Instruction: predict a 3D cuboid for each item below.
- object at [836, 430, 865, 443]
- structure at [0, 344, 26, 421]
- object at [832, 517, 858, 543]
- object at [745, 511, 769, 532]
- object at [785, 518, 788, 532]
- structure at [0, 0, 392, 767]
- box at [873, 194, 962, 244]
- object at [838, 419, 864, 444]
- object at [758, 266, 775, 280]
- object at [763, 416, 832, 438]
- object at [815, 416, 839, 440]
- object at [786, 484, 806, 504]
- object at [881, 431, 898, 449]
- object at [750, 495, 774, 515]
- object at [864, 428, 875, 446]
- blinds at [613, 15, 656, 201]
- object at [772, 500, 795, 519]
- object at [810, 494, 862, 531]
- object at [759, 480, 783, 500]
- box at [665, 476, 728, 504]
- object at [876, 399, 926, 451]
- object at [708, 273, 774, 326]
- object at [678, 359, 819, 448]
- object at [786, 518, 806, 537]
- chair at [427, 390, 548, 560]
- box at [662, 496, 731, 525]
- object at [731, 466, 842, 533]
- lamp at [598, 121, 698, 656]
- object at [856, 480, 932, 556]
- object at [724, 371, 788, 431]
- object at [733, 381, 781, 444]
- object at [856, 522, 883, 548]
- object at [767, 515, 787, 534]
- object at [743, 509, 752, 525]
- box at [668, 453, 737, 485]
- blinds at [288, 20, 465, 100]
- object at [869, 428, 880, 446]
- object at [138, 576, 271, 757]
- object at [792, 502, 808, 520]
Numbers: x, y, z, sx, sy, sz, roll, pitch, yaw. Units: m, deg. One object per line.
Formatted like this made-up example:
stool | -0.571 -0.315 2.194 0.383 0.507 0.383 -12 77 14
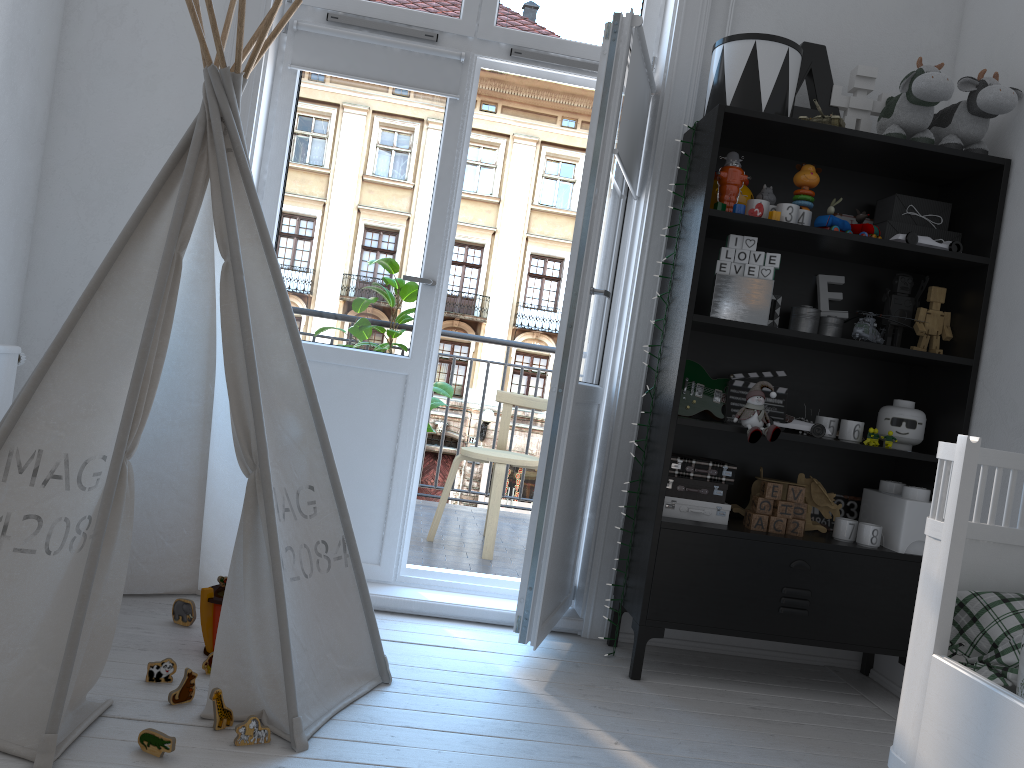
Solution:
object | 1.066 0.165 2.885 0.163 0.034 0.069 9 1 -6
structure | -1.455 0.119 2.409 0.075 0.460 0.635 8 1 -10
object | 1.031 0.451 2.744 0.067 0.067 0.067 9 1 8
object | 0.743 0.418 2.691 0.050 0.050 0.050 9 1 -6
object | 0.867 0.436 2.763 0.050 0.050 0.050 9 1 -6
structure | -0.779 -0.187 2.154 1.143 1.750 1.142 8 1 -30
box | 1.287 -0.494 2.836 0.251 0.189 0.179 9 1 -6
object | 1.042 0.146 2.724 0.067 0.067 0.067 9 1 8
object | 0.755 -0.326 2.630 0.040 0.040 0.040 9 1 24
object | 0.857 0.129 2.711 0.230 0.048 0.098 9 1 19
object | 0.978 0.136 2.764 0.067 0.067 0.067 9 1 8
object | 0.869 0.336 2.716 0.050 0.050 0.050 9 1 14
object | 1.151 0.169 2.706 0.042 0.054 0.031 9 1 39
object | 0.765 0.371 2.712 0.050 0.050 0.050 9 1 -6
object | 1.082 0.159 2.675 0.031 0.054 0.042 9 1 44
blinds | 0.387 -0.824 2.738 0.032 0.390 0.565 9 1 14
object | 0.823 0.379 2.698 0.050 0.050 0.050 9 1 -6
object | 1.017 0.419 2.944 0.347 0.120 0.034 9 1 -6
object | 0.791 0.324 2.706 0.050 0.050 0.050 9 1 -6
box | 0.537 0.317 2.755 0.216 0.062 0.179 9 0 -6
object | 1.225 0.131 2.794 0.139 0.162 0.139 8 1 -31
object | 0.687 -0.248 2.676 0.170 0.138 0.124 9 1 9
object | 0.740 0.067 2.874 0.542 0.239 0.093 9 1 -6
object | 0.866 0.436 2.705 0.050 0.050 0.050 9 1 24
chair | -0.047 0.395 4.068 0.436 0.715 0.498 9 1 39
box | 0.546 0.381 2.758 0.216 0.062 0.179 9 0 -6
object | 0.881 0.371 2.839 0.337 0.186 0.111 9 1 9
lamp | 0.866 0.081 2.827 0.985 1.684 0.095 8 1 -9
object | 1.220 0.413 2.788 0.132 0.199 0.267 8 1 -6
object | 0.787 0.042 2.852 0.201 0.199 0.048 9 1 -6
object | 0.720 0.081 2.578 0.110 0.186 0.129 8 1 -19
object | 1.085 0.460 2.695 0.067 0.067 0.067 9 1 8
object | 0.800 0.426 2.698 0.050 0.050 0.050 9 1 -1
object | 0.752 0.419 2.747 0.050 0.050 0.050 9 1 -6
box | 0.564 0.259 2.758 0.216 0.062 0.179 9 0 -6
blinds | -0.443 -1.068 2.925 0.565 0.158 0.032 9 1 -6
object | 1.118 0.164 2.733 0.042 0.054 0.031 8 1 -6
object | -0.641 0.567 2.104 0.385 0.284 0.856 8 1 -14
object | 0.873 0.387 2.731 0.050 0.050 0.050 9 1 -6
